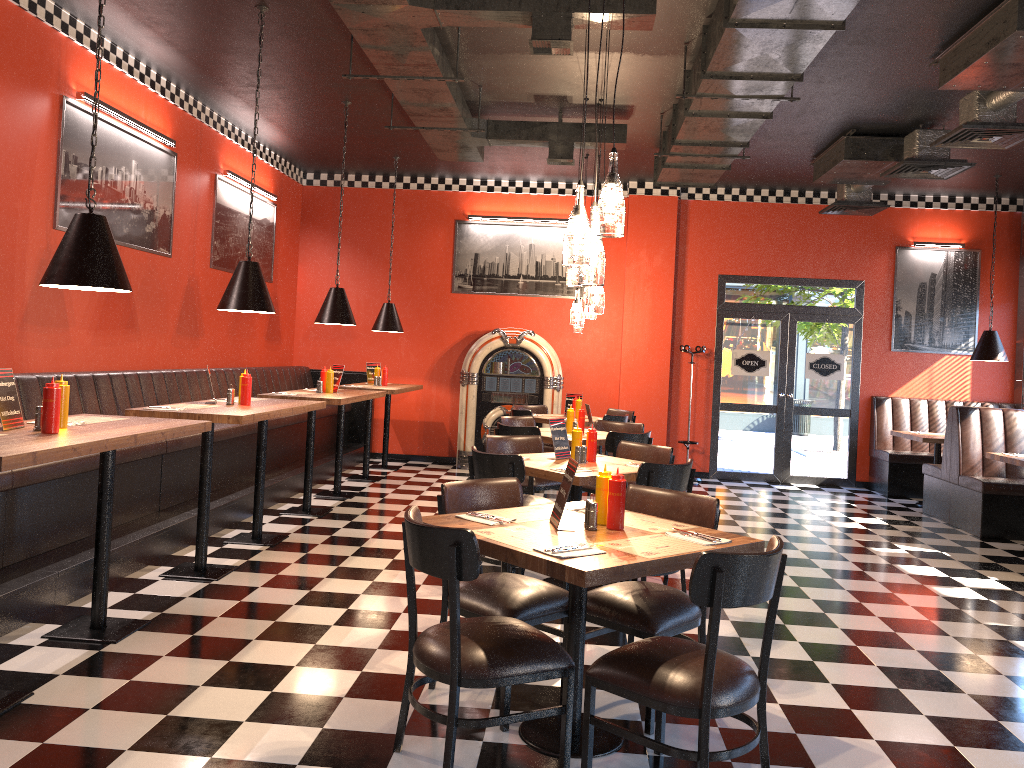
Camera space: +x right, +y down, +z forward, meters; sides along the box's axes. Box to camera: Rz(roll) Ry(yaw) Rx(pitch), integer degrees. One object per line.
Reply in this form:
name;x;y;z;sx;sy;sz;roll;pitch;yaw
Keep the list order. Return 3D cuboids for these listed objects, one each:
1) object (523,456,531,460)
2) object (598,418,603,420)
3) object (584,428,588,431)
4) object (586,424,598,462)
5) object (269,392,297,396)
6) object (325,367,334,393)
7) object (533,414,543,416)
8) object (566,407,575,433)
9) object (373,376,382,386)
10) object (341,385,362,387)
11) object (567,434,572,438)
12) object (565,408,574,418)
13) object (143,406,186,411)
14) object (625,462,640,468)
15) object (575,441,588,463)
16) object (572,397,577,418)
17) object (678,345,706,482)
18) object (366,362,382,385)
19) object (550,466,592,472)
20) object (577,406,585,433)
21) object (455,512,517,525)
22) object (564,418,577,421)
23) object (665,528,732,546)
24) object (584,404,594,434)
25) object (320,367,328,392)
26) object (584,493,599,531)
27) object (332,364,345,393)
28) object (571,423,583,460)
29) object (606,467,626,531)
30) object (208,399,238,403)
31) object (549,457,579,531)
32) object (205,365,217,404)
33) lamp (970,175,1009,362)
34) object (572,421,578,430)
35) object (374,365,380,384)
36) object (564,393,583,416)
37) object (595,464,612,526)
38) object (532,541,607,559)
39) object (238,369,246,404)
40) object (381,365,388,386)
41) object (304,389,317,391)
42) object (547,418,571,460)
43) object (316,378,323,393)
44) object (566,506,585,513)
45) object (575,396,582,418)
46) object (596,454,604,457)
object;0.015;0.459;5.595;0.157;0.019;0.255;1;2;-39
object;1.035;0.382;9.617;0.157;0.019;0.255;1;2;-40
object;0.603;0.409;8.070;0.255;0.019;0.157;1;2;-41
object;0.504;0.373;5.608;0.068;0.238;0.068;3;-1;9
object;-1.881;0.081;7.361;0.255;0.019;0.157;3;2;1
object;-1.644;-0.038;7.999;0.068;0.238;0.068;3;-1;-7
object;0.247;0.337;9.763;0.157;0.019;0.255;1;2;-38
object;0.509;0.305;7.734;0.068;0.238;0.068;3;-1;9
object;-1.529;-0.047;10.101;0.093;0.136;0.047;3;0;-16
object;-1.694;0.022;9.489;0.255;0.019;0.157;3;2;1
object;0.453;0.427;7.296;0.255;0.019;0.157;1;2;-39
object;0.633;0.301;9.680;0.094;0.136;0.046;3;0;4
object;-2.024;0.142;5.224;0.255;0.019;0.157;3;2;1
object;0.806;0.504;5.464;0.157;0.019;0.255;1;2;-41
object;0.430;0.425;5.515;0.093;0.136;0.047;3;0;-36
object;0.698;0.250;9.747;0.068;0.238;0.068;3;-1;1
object;2.189;0.352;10.918;0.375;1.659;0.374;3;-1;27
object;-1.605;-0.120;10.308;0.188;0.257;0.072;3;0;-36
object;0.357;0.491;5.134;0.255;0.019;0.157;1;2;-38
object;0.603;0.310;7.725;0.068;0.238;0.068;3;-1;9
object;-0.086;0.523;3.460;0.255;0.019;0.157;5;3;44
object;0.581;0.369;9.296;0.255;0.019;0.157;1;2;-37
object;0.679;0.566;3.314;0.157;0.019;0.255;2;2;-37
object;0.680;0.305;7.697;0.072;0.257;0.188;3;0;-6
object;-1.710;-0.043;8.065;0.068;0.238;0.068;3;-1;-1
object;0.304;0.487;3.390;0.046;0.136;0.094;3;0;-6
object;-1.618;-0.050;8.109;0.072;0.257;0.188;3;0;-45
object;0.411;0.368;5.616;0.068;0.238;0.068;3;-1;9
object;0.402;0.439;3.408;0.068;0.238;0.068;3;-1;-43
object;-1.977;0.114;6.190;0.255;0.019;0.157;3;2;1
object;0.199;0.419;3.414;0.072;0.257;0.188;3;0;-6
object;-2.007;0.001;5.924;0.072;0.257;0.188;3;0;-17
lamp;5.295;-1.275;9.749;0.381;2.045;0.382;3;-1;-37
object;0.545;0.362;7.642;0.046;0.136;0.094;3;0;-6
object;-1.556;-0.105;10.220;0.068;0.238;0.068;3;-1;-2
object;0.684;0.236;9.852;0.188;0.257;0.072;3;-1;14
object;0.363;0.434;3.493;0.068;0.238;0.068;3;-1;19
object;0.209;0.553;2.985;0.255;0.019;0.157;1;2;-38
object;-1.811;0.018;5.992;0.068;0.238;0.068;3;-1;13
object;-1.464;-0.100;10.203;0.068;0.238;0.068;3;-1;-2
object;-1.816;0.055;8.279;0.255;0.019;0.157;3;2;1
object;0.309;0.351;5.692;0.072;0.257;0.188;3;0;34
object;-1.724;0.012;7.945;0.046;0.136;0.094;3;0;-31
object;0.343;0.534;3.798;0.255;0.019;0.157;1;2;-40
object;0.729;0.254;9.659;0.068;0.238;0.068;3;-1;1
object;0.481;0.473;5.903;0.157;0.019;0.255;5;2;42
